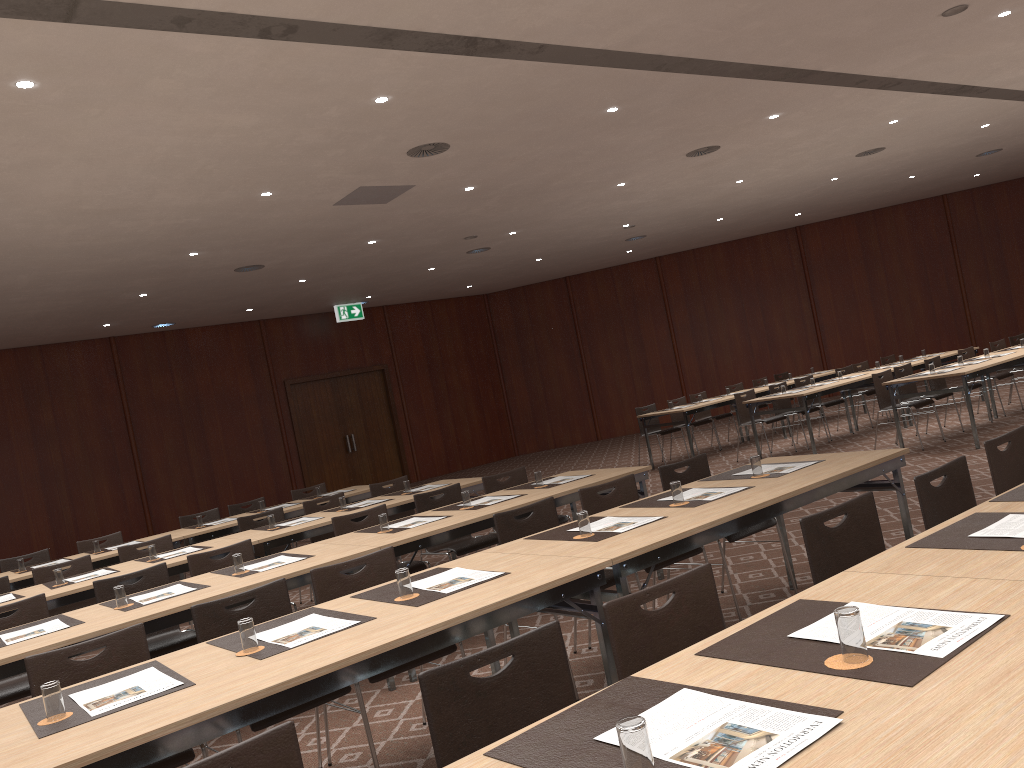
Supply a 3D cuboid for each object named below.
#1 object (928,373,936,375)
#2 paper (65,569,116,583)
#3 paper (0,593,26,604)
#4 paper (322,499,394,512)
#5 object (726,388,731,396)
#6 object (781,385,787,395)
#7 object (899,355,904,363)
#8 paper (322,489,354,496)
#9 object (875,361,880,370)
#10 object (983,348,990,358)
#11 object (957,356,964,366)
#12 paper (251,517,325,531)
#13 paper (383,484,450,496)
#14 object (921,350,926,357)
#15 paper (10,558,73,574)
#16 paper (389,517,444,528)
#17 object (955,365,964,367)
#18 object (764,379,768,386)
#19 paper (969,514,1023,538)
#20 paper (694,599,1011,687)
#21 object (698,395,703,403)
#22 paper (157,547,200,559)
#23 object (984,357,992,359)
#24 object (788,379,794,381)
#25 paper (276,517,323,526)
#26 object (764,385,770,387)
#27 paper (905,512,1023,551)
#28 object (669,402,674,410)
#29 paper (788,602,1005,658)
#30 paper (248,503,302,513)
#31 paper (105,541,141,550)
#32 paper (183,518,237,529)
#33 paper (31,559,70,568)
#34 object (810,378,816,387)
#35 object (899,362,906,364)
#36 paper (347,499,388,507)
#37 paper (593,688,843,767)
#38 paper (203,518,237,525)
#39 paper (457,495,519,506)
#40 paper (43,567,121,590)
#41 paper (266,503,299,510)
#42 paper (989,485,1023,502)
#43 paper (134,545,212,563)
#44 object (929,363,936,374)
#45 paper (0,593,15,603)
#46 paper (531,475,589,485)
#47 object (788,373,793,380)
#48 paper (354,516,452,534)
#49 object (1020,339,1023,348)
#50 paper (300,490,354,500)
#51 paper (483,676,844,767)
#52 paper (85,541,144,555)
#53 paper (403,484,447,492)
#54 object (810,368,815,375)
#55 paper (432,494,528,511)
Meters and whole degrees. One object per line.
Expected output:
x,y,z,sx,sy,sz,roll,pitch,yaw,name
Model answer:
4.703,-0.113,9.916,0.102,0.001,0.102,-12,-1,42,object
-3.131,1.422,6.578,0.283,0.006,0.398,-11,-1,-39,paper
-3.706,1.537,6.184,0.460,0.003,0.566,-11,-1,-40,paper
-1.380,1.087,7.926,0.460,0.003,0.566,-11,-1,-38,paper
3.390,0.123,13.905,0.054,0.114,0.054,-11,0,42,object
3.526,0.076,11.513,0.054,0.114,0.054,-11,0,42,object
5.821,-0.368,13.260,0.054,0.114,0.054,-11,0,20,object
-1.969,1.217,9.933,0.283,0.006,0.398,-11,-1,-36,paper
5.308,-0.269,12.869,0.054,0.114,0.054,-11,0,20,object
5.717,-0.368,10.680,0.054,0.114,0.054,-11,0,42,object
5.206,-0.269,10.292,0.054,0.114,0.054,-11,0,42,object
-1.912,1.190,7.559,0.460,0.003,0.566,-11,-1,-34,paper
-0.899,0.994,8.314,0.460,0.003,0.566,-11,-1,-37,paper
6.335,-0.468,13.643,0.054,0.114,0.054,-11,0,20,object
-4.345,1.681,8.206,0.460,0.003,0.566,-11,-1,-38,paper
-0.660,0.923,5.916,0.283,0.006,0.398,-11,-1,-40,paper
5.197,-0.209,10.300,0.102,0.001,0.102,-12,-1,42,object
4.150,-0.025,14.485,0.054,0.114,0.054,-11,0,20,object
1.661,0.434,2.712,0.283,0.006,0.398,-11,-1,-36,paper
0.803,0.604,2.129,0.460,0.003,0.566,-11,-1,-38,paper
2.875,0.222,13.529,0.054,0.114,0.054,-11,0,42,object
-2.616,1.322,6.953,0.283,0.006,0.398,-11,-1,-34,paper
5.723,-0.311,10.677,0.102,0.001,0.102,-12,-1,42,object
4.679,-0.069,14.862,0.102,0.001,0.102,-11,0,20,object
-1.809,1.165,7.517,0.283,0.006,0.398,-11,-1,-38,paper
4.156,0.033,14.470,0.102,0.001,0.102,-12,-1,42,object
1.597,0.451,2.730,0.460,0.003,0.566,-11,-1,-36,paper
2.359,0.322,13.131,0.054,0.114,0.054,-11,0,42,object
0.908,0.579,2.119,0.283,0.006,0.398,-11,-1,-36,paper
-2.542,1.332,9.536,0.460,0.003,0.566,-11,-1,-36,paper
-3.754,1.562,8.578,0.283,0.006,0.398,-11,-1,-36,paper
-3.082,1.436,9.151,0.460,0.003,0.566,-11,-1,-37,paper
-4.248,1.657,8.175,0.283,0.006,0.398,-11,-1,-39,paper
4.043,-0.024,11.918,0.054,0.114,0.054,-11,0,42,object
5.836,-0.312,13.258,0.102,0.001,0.102,-11,0,20,object
-1.320,1.071,7.948,0.283,0.006,0.398,-11,-1,-39,paper
0.395,0.679,1.740,0.283,0.006,0.398,-11,-1,-38,paper
-2.996,1.415,9.130,0.283,0.006,0.398,-11,-1,-39,paper
-0.168,0.828,6.302,0.283,0.006,0.398,-11,-1,-39,paper
-3.206,1.441,6.592,0.460,0.003,0.566,-11,-1,-34,paper
-2.482,1.316,9.505,0.283,0.006,0.398,-11,-1,-38,paper
2.078,0.358,3.128,0.460,0.003,0.566,-11,-1,-36,paper
-2.663,1.335,6.968,0.460,0.003,0.566,-11,-1,-37,paper
4.693,-0.170,9.906,0.054,0.114,0.054,-11,0,42,object
-3.632,1.518,6.181,0.283,0.006,0.398,-11,-1,-34,paper
0.369,0.724,6.705,0.283,0.006,0.398,-11,-1,-35,paper
4.668,-0.125,14.874,0.054,0.114,0.054,-11,0,20,object
-0.734,0.942,5.959,0.460,0.003,0.566,-11,-1,-37,paper
6.486,-0.517,11.257,0.054,0.114,0.054,-11,0,20,object
-2.061,1.239,9.916,0.460,0.003,0.566,-11,-1,-35,paper
0.290,0.704,1.783,0.460,0.003,0.566,-11,-1,-40,paper
-3.841,1.583,8.590,0.460,0.003,0.566,-11,-1,-37,paper
-0.803,0.971,8.293,0.283,0.006,0.398,-11,-1,-35,paper
5.173,-0.223,15.259,0.054,0.114,0.054,-11,0,20,object
-0.236,0.845,6.314,0.460,0.003,0.566,-11,-1,-38,paper
